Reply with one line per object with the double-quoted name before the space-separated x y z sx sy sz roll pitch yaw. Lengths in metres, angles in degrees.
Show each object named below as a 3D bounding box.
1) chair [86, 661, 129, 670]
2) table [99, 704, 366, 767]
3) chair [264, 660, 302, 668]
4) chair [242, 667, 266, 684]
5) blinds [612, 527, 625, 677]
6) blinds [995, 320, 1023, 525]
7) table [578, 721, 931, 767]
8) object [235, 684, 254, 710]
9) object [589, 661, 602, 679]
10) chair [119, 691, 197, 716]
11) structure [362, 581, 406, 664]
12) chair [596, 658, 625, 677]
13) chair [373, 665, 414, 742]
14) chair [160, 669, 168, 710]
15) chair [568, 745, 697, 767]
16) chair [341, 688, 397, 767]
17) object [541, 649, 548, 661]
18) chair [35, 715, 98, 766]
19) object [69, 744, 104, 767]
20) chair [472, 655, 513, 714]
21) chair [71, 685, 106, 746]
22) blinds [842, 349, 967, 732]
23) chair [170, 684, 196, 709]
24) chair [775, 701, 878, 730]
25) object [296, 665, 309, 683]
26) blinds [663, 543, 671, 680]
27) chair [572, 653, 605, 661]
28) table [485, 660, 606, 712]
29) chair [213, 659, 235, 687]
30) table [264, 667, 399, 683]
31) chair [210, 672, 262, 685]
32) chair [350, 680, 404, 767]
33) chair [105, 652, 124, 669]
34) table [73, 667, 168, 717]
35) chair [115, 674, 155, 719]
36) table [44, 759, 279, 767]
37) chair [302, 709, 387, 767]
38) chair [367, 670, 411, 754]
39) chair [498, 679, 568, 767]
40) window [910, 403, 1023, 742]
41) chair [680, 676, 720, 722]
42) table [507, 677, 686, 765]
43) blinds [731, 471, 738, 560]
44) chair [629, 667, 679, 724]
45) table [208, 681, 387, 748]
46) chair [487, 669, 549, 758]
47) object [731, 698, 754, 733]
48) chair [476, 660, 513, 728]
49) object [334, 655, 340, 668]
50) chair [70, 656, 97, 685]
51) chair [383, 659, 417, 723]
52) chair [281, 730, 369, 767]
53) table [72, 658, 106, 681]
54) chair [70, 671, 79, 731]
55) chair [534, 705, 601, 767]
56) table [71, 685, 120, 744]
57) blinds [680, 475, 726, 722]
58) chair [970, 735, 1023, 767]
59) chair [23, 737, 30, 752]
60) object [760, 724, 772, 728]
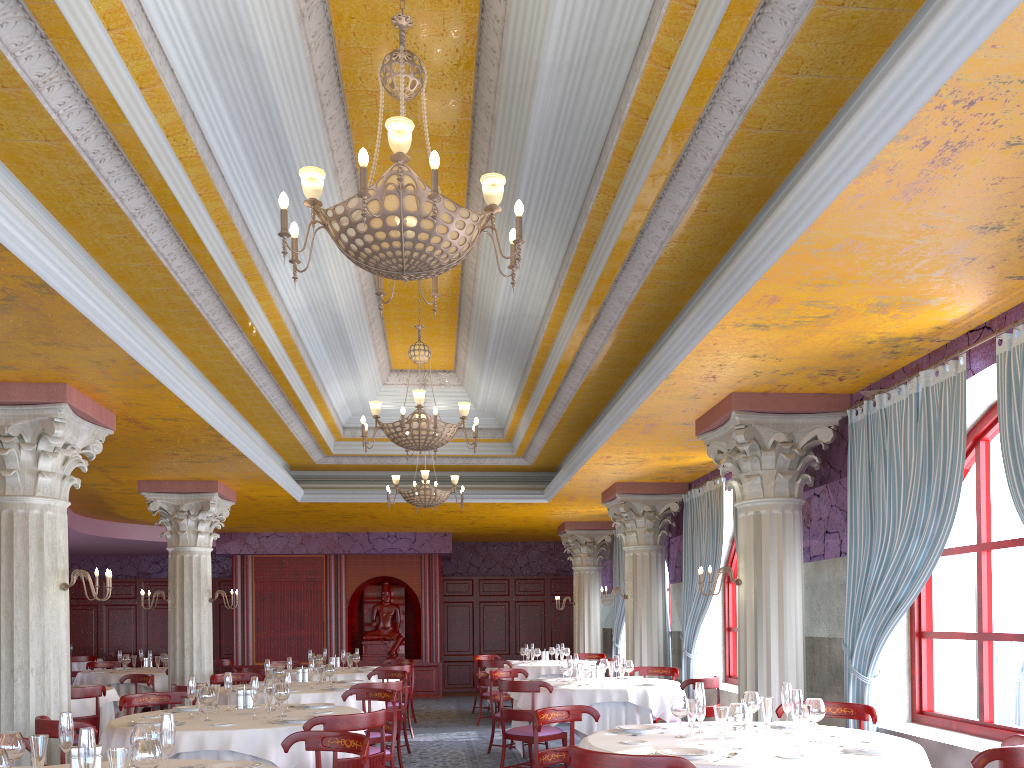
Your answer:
"chair" -6.906 5.324 14.750 0.652 1.077 0.756 -4 -7 40
"table" -2.203 3.179 6.977 2.078 0.937 2.163 0 -13 -4
"chair" -3.703 5.114 14.115 0.652 1.077 0.756 -4 -7 40
"chair" -3.550 4.636 12.389 0.755 1.077 0.652 -5 -6 40
"blinds" 2.090 4.350 15.981 0.244 3.477 1.732 -1 -3 -4
"blinds" 3.107 1.173 4.509 0.244 3.477 1.732 -1 -3 -6
"table" 1.440 2.665 5.255 2.078 0.937 2.163 0 -13 -4
"object" -2.205 2.578 7.064 0.145 0.209 0.072 2 -3 -25
"object" 1.000 3.433 10.283 0.145 0.209 0.072 2 -3 -25
"chair" -3.140 3.354 7.760 0.652 1.077 0.756 -4 -7 40
"structure" -2.859 5.267 18.969 0.964 1.826 0.649 0 -2 -5
"chair" 1.521 5.075 14.174 0.652 1.077 0.756 -4 -7 40
"chair" -1.825 4.660 12.542 0.652 1.077 0.756 -4 -7 40
"chair" -5.027 4.870 13.178 0.652 1.077 0.756 -4 -7 40
"chair" 0.656 2.362 4.313 0.755 1.077 0.652 -5 -6 40
"chair" -1.414 3.378 7.913 0.755 1.077 0.652 -5 -6 40
"object" 0.577 4.753 15.049 0.145 0.209 0.072 2 -3 -25
"chair" -2.987 2.876 6.035 0.755 1.077 0.652 -5 -6 40
"object" -1.921 1.693 3.866 0.145 0.209 0.072 2 -3 -25
"chair" -0.358 5.529 15.746 0.652 1.077 0.756 -4 -7 40
"chair" -4.651 3.693 8.930 0.652 1.077 0.756 -4 -7 40
"blinds" 2.930 1.727 6.510 0.244 3.477 1.732 -1 -3 -4
"chair" -3.257 3.721 9.084 0.755 1.077 0.652 -5 -6 40
"chair" 2.228 2.864 6.192 0.755 1.077 0.652 -5 -6 40
"object" -2.475 3.423 10.112 0.145 0.209 0.072 2 -3 -25
"blinds" 2.268 3.796 13.979 0.244 3.477 1.732 -1 -3 -6
"chair" 1.368 5.553 15.899 0.755 1.077 0.652 -5 -6 40
"table" 0.579 5.354 14.962 2.078 0.937 2.163 0 -13 -4
"chair" -5.180 5.348 14.904 0.755 1.077 0.652 -5 -6 40
"table" -2.766 4.940 13.331 2.078 0.937 2.163 0 -13 -4
"chair" -3.410 4.198 10.809 0.652 1.077 0.756 -4 -7 40
"chair" -1.532 3.744 9.237 0.652 1.077 0.756 -4 -7 40
"chair" -9.152 6.640 19.432 0.755 1.077 0.652 -5 -6 40
"table" -5.969 5.149 13.967 2.078 0.937 2.163 0 -13 -4
"chair" -4.804 4.171 10.656 0.755 1.077 0.652 -5 -6 40
"table" -1.919 2.294 3.779 2.078 0.937 2.163 0 -13 -4
"chair" -1.261 2.900 6.188 0.652 1.077 0.756 -4 -7 40
"chair" -1.685 4.222 10.962 0.755 1.077 0.652 -5 -6 40
"chair" 0.218 3.730 9.254 0.755 1.077 0.652 -5 -6 40
"window" 3.650 1.146 5.594 0.160 2.495 3.679 -1 -11 -5
"chair" 1.943 3.754 9.407 0.652 1.077 0.756 -4 -7 40
"table" 1.002 4.034 10.196 2.078 0.937 2.163 0 -13 -4
"blinds" 2.683 2.499 9.299 0.244 3.477 1.732 -1 -3 -6
"chair" 1.790 4.232 11.132 0.755 1.077 0.652 -5 -6 40
"table" -2.473 4.024 10.025 2.078 0.937 2.163 0 -13 -4
"chair" 0.065 4.208 10.979 0.652 1.077 0.756 -4 -7 40
"object" 1.438 2.064 5.342 0.145 0.209 0.072 2 -3 -25
"chair" -0.205 5.051 14.021 0.755 1.077 0.652 -5 -6 40
"object" -2.768 4.339 13.418 0.145 0.209 0.072 2 -3 -25
"chair" -8.999 6.162 17.707 0.652 1.077 0.756 -4 -7 40
"chair" -1.978 5.138 14.268 0.755 1.077 0.652 -5 -6 40
"chair" -1.131 2.492 4.715 0.755 1.077 0.652 -5 -6 40
"table" -9.940 6.442 18.496 2.078 0.937 2.163 0 -13 -4
"chair" -6.753 4.846 13.025 0.755 1.077 0.652 -5 -6 40
"chair" 0.503 2.840 6.039 0.652 1.077 0.756 -4 -7 40
"table" -5.592 3.973 9.719 2.078 0.937 2.163 0 -13 -4
"blinds" 2.505 3.054 11.300 0.244 3.477 1.732 -1 -3 -4
"chair" 2.381 2.386 4.466 0.652 1.077 0.756 -4 -7 40
"chair" -2.856 2.468 4.562 0.652 1.077 0.756 -4 -7 40
"object" 1.773 2.366 5.930 0.022 0.003 0.258 -12 -19 36
